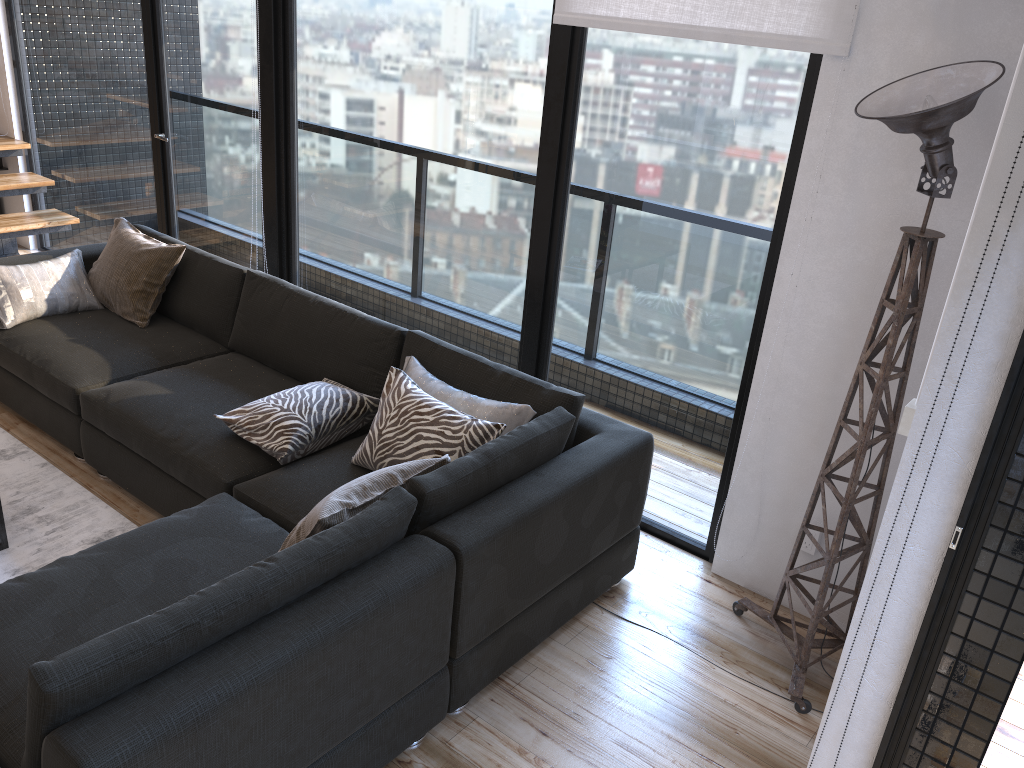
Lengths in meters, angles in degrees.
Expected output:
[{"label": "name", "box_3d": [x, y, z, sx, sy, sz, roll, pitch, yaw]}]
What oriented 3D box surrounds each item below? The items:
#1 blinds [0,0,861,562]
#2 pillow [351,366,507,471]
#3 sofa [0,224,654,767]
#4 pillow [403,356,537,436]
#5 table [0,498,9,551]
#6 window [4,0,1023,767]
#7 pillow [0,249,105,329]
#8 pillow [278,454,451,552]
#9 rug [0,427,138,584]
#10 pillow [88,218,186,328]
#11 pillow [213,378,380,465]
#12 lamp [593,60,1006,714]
[{"label": "blinds", "box_3d": [-1.182, -1.122, 4.152, 5.355, 2.056, 0.095, 22, 29, 33]}, {"label": "pillow", "box_3d": [-0.279, 0.184, 2.870, 0.530, 0.316, 0.250, 24, 30, 36]}, {"label": "sofa", "box_3d": [-1.627, 0.291, 2.780, 3.036, 0.704, 2.990, 22, 28, 33]}, {"label": "pillow", "box_3d": [-0.234, 0.144, 3.028, 0.610, 0.295, 0.234, 22, 29, 33]}, {"label": "table", "box_3d": [-2.338, 0.473, 2.639, 0.695, 0.352, 1.294, 22, 29, 33]}, {"label": "window", "box_3d": [-2.252, -2.088, 2.459, 13.362, 5.599, 5.646, 22, 29, 33]}, {"label": "pillow", "box_3d": [-2.108, -0.426, 3.982, 0.211, 0.267, 0.497, 23, 29, 34]}, {"label": "pillow", "box_3d": [-0.419, 0.362, 2.504, 0.272, 0.311, 0.545, 22, 28, 33]}, {"label": "rug", "box_3d": [-2.372, 0.645, 2.680, 1.632, 0.003, 2.107, 22, 28, 33]}, {"label": "pillow", "box_3d": [-1.775, -0.527, 4.121, 0.608, 0.384, 0.264, 22, 29, 33]}, {"label": "pillow", "box_3d": [-0.745, 0.112, 3.200, 0.355, 0.179, 0.529, 21, 28, 31]}, {"label": "lamp", "box_3d": [0.550, -0.034, 2.601, 1.466, 1.838, 0.423, 14, 26, 19]}]
